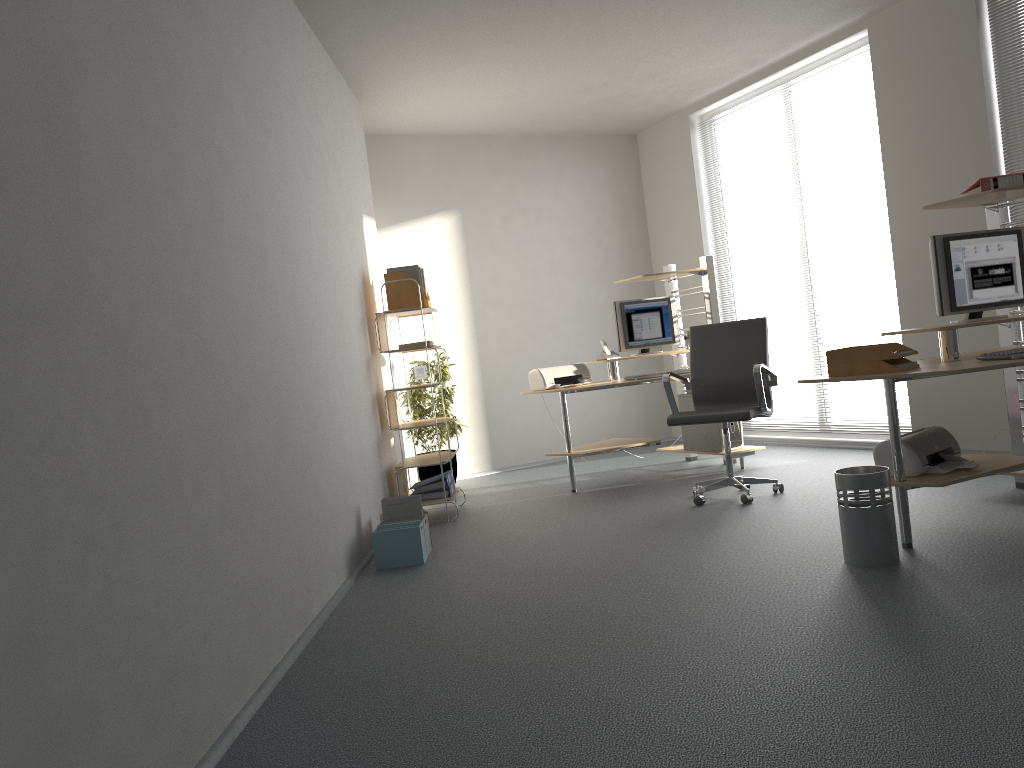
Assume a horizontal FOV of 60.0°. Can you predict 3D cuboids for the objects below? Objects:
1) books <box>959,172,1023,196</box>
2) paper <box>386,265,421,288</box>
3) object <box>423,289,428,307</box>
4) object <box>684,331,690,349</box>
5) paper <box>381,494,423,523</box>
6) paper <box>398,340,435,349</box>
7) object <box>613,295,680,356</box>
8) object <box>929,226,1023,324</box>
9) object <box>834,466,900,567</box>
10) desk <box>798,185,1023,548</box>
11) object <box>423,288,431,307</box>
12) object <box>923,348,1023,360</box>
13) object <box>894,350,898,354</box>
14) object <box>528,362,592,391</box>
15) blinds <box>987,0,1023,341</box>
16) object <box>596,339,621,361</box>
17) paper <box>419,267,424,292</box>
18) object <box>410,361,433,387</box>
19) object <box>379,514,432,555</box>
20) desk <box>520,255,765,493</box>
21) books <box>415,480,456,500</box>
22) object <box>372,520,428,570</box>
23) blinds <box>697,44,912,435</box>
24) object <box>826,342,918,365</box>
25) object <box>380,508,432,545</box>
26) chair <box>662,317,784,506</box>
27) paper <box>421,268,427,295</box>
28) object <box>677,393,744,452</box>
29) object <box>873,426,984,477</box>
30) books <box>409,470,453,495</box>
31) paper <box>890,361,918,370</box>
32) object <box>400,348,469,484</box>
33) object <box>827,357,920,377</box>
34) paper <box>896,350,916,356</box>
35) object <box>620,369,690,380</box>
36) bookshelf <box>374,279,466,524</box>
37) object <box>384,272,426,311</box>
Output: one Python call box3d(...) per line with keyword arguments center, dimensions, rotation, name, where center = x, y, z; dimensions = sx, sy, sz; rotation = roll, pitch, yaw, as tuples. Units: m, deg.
box3d(center=(2.342, -0.942, 4.213), dimensions=(0.320, 0.072, 0.262), rotation=(-7, 2, 6), name="books")
box3d(center=(-0.708, -0.629, 5.877), dimensions=(0.213, 0.297, 0.045), rotation=(-7, 2, -1), name="paper")
box3d(center=(-0.704, -0.613, 5.981), dimensions=(0.243, 0.259, 0.113), rotation=(-7, 2, 2), name="object")
box3d(center=(1.371, -0.335, 6.648), dimensions=(0.154, 0.135, 0.093), rotation=(-7, 2, 11), name="object")
box3d(center=(-0.584, 0.763, 4.810), dimensions=(0.220, 0.306, 0.068), rotation=(-7, 2, 1), name="paper")
box3d(center=(-0.643, -0.259, 6.028), dimensions=(0.213, 0.046, 0.297), rotation=(-7, 2, 1), name="paper")
box3d(center=(1.006, -0.434, 6.719), dimensions=(0.516, 0.418, 0.245), rotation=(-7, 2, -11), name="object")
box3d(center=(2.211, -0.511, 4.223), dimensions=(0.516, 0.418, 0.245), rotation=(-7, 2, -4), name="object")
box3d(center=(1.426, 0.532, 3.564), dimensions=(0.208, 0.377, 0.208), rotation=(-7, 2, 18), name="object")
box3d(center=(2.121, -0.169, 3.846), dimensions=(1.469, 1.566, 0.967), rotation=(-8, 2, -26), name="desk")
box3d(center=(-0.695, -0.617, 6.105), dimensions=(0.243, 0.259, 0.113), rotation=(-7, 2, 5), name="object")
box3d(center=(2.124, -0.111, 3.976), dimensions=(0.478, 0.082, 0.814), rotation=(-8, 2, -18), name="object")
box3d(center=(1.635, -0.135, 3.775), dimensions=(0.008, 0.009, 0.159), rotation=(-6, 2, 28), name="object")
box3d(center=(0.390, -0.059, 6.379), dimensions=(0.438, 0.162, 0.351), rotation=(-8, 2, -34), name="object")
box3d(center=(3.461, -1.052, 4.522), dimensions=(0.022, 2.770, 1.950), rotation=(-8, 2, -26), name="blinds")
box3d(center=(0.702, -0.257, 6.541), dimensions=(0.150, 0.151, 0.119), rotation=(-8, 2, -40), name="object")
box3d(center=(-0.707, -0.633, 6.000), dimensions=(0.213, 0.297, 0.045), rotation=(-7, 2, 2), name="paper")
box3d(center=(-0.614, -0.072, 5.929), dimensions=(0.077, 0.161, 0.192), rotation=(-6, 2, 20), name="object")
box3d(center=(-0.576, 0.833, 4.797), dimensions=(0.245, 0.202, 0.185), rotation=(-7, 2, 1), name="object")
box3d(center=(0.908, -0.091, 6.362), dimensions=(1.469, 1.566, 0.967), rotation=(-8, 2, -26), name="desk")
box3d(center=(-0.525, 0.713, 5.947), dimensions=(0.262, 0.072, 0.320), rotation=(-7, 2, 2), name="books")
box3d(center=(-0.578, 0.839, 4.612), dimensions=(0.245, 0.202, 0.185), rotation=(-7, 2, 1), name="object")
box3d(center=(2.244, -0.975, 7.044), dimensions=(0.037, 2.749, 1.950), rotation=(-8, 2, -26), name="blinds")
box3d(center=(1.560, -0.136, 3.847), dimensions=(0.309, 0.060, 0.225), rotation=(-6, 2, 43), name="object")
box3d(center=(-0.600, 0.830, 5.023), dimensions=(0.245, 0.202, 0.185), rotation=(-8, 2, -17), name="object")
box3d(center=(1.264, 0.156, 5.299), dimensions=(0.584, 1.048, 0.652), rotation=(-6, 2, 30), name="chair")
box3d(center=(-0.697, -0.637, 6.125), dimensions=(0.213, 0.297, 0.045), rotation=(-7, 2, 5), name="paper")
box3d(center=(1.465, 0.271, 6.533), dimensions=(0.199, 0.422, 0.471), rotation=(-8, 2, -26), name="object")
box3d(center=(1.837, 0.288, 3.854), dimensions=(0.438, 0.162, 0.351), rotation=(-9, 2, -41), name="object")
box3d(center=(-0.542, 0.660, 5.946), dimensions=(0.263, 0.100, 0.320), rotation=(-7, 2, 2), name="books")
box3d(center=(1.569, -0.068, 3.848), dimensions=(0.297, 0.019, 0.210), rotation=(-6, 2, 43), name="paper")
box3d(center=(-0.618, 0.296, 7.101), dimensions=(0.544, 1.147, 0.644), rotation=(-7, 2, 3), name="object")
box3d(center=(1.567, -0.081, 3.848), dimensions=(0.309, 0.060, 0.225), rotation=(-6, 2, 43), name="object")
box3d(center=(1.562, -0.120, 3.846), dimensions=(0.297, 0.010, 0.210), rotation=(-6, 2, 43), name="paper")
box3d(center=(0.952, -0.039, 6.494), dimensions=(0.478, 0.082, 0.814), rotation=(-8, 2, -18), name="object")
box3d(center=(-0.613, 0.110, 5.943), dimensions=(0.381, 1.572, 0.724), rotation=(-7, 2, 2), name="bookshelf")
box3d(center=(-0.704, -0.609, 5.857), dimensions=(0.243, 0.259, 0.113), rotation=(-7, 2, -1), name="object")
